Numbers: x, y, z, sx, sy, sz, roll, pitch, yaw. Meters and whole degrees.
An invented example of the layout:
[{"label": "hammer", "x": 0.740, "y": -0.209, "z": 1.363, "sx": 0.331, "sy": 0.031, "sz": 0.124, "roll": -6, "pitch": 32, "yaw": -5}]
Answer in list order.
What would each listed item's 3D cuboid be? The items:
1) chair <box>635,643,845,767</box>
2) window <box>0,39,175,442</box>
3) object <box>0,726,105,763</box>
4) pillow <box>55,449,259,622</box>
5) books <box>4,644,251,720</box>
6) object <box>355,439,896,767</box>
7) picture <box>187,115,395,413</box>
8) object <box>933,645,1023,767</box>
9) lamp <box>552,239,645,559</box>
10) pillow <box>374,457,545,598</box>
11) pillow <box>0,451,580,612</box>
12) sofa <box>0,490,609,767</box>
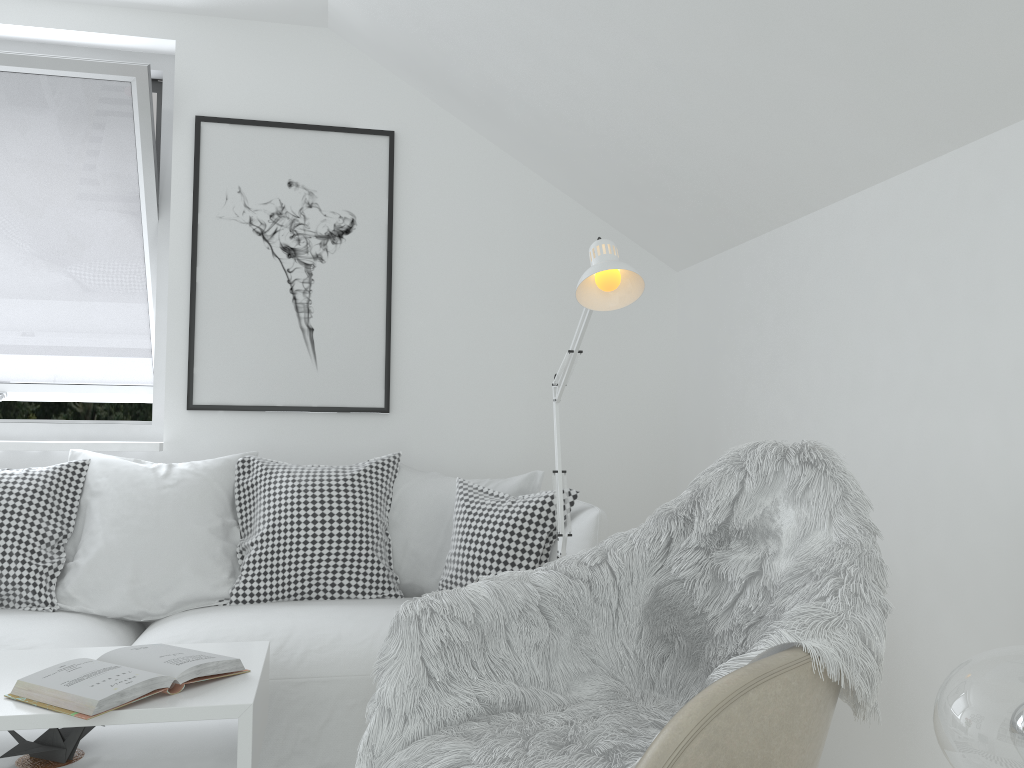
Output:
[{"label": "chair", "x": 0.235, "y": 0.594, "z": 1.523, "sx": 0.776, "sy": 0.941, "sz": 0.719, "roll": 3, "pitch": -4, "yaw": -37}, {"label": "window", "x": -4.737, "y": -0.363, "z": 4.630, "sx": 12.055, "sy": 8.137, "sz": 4.514, "roll": 1, "pitch": -3, "yaw": -12}, {"label": "object", "x": -0.845, "y": 0.637, "z": 1.617, "sx": 0.194, "sy": 0.088, "sz": 0.186, "roll": 2, "pitch": -3, "yaw": -23}, {"label": "pillow", "x": -1.107, "y": 0.460, "z": 2.729, "sx": 0.599, "sy": 0.505, "sz": 0.391, "roll": 1, "pitch": -3, "yaw": -12}, {"label": "books", "x": -0.686, "y": 0.525, "z": 1.611, "sx": 0.231, "sy": 0.040, "sz": 0.342, "roll": -1, "pitch": -3, "yaw": 30}, {"label": "object", "x": 0.229, "y": 0.488, "z": 1.527, "sx": 0.954, "sy": 0.789, "sz": 0.784, "roll": 2, "pitch": -3, "yaw": -31}, {"label": "picture", "x": -0.806, "y": -0.434, "z": 3.277, "sx": 0.720, "sy": 1.072, "sz": 0.015, "roll": 1, "pitch": -3, "yaw": -12}, {"label": "object", "x": 0.468, "y": 0.371, "z": 0.769, "sx": 0.185, "sy": 0.279, "sz": 0.185, "roll": 2, "pitch": -3, "yaw": -18}, {"label": "lamp", "x": 0.136, "y": 0.397, "z": 1.934, "sx": 0.196, "sy": 1.373, "sz": 0.527, "roll": 1, "pitch": -3, "yaw": -7}, {"label": "pillow", "x": -0.191, "y": 0.493, "z": 2.902, "sx": 0.623, "sy": 0.498, "sz": 0.333, "roll": -1, "pitch": -3, "yaw": 22}, {"label": "pillow", "x": -1.084, "y": 0.456, "z": 2.591, "sx": 2.488, "sy": 0.513, "sz": 0.676, "roll": 1, "pitch": -3, "yaw": -10}, {"label": "sofa", "x": -1.079, "y": 0.717, "z": 2.539, "sx": 2.647, "sy": 0.768, "sz": 0.917, "roll": 1, "pitch": -3, "yaw": -12}]
